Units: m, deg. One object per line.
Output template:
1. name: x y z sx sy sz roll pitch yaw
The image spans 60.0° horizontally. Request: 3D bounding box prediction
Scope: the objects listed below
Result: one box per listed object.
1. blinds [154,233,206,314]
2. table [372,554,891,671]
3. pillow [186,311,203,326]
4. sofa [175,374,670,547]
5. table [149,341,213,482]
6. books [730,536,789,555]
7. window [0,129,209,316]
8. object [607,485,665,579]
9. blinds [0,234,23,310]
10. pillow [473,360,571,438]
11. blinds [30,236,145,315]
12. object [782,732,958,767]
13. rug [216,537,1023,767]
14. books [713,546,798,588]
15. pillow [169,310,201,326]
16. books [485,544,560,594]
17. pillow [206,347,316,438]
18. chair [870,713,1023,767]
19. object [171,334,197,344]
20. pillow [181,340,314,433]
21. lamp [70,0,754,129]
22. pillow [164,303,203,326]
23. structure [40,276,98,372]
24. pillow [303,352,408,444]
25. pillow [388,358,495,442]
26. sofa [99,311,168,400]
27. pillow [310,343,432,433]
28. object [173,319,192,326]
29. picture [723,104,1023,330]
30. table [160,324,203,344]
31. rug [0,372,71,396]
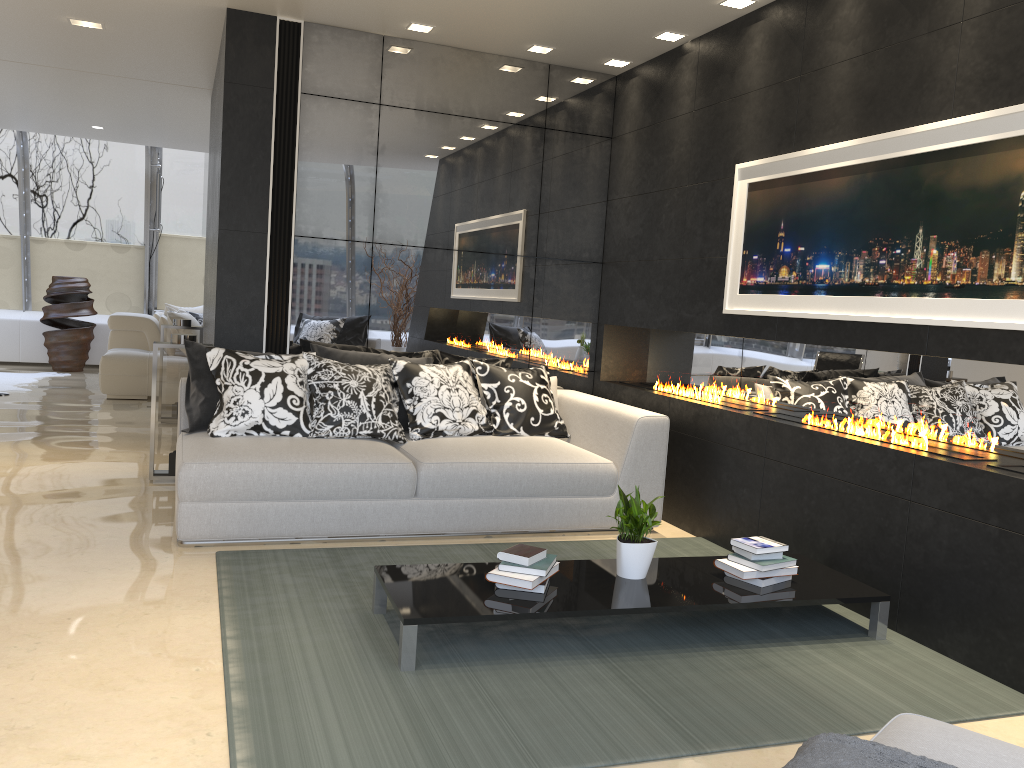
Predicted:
1. blinds: -4.451 -1.507 12.856 1.376 1.214 0.387 2 5 -21
2. table: 0.482 0.876 3.538 1.982 0.187 0.594 2 5 -18
3. pillow: -3.958 -0.704 11.484 0.405 0.483 0.599 8 6 38
4. sofa: -0.574 0.358 5.222 2.625 0.798 1.334 2 5 -21
5. table: -2.102 0.179 5.634 0.350 0.872 0.202 2 5 -21
6. books: 1.027 0.668 3.680 0.185 0.027 0.154 1 6 -30
7. window: -5.248 -0.976 4.875 16.171 3.674 16.693 3 5 -15
8. object: 0.493 0.596 3.585 0.284 0.369 0.215 -1 7 -42
9. blinds: -7.335 -1.514 11.804 1.430 1.027 0.329 2 5 -21
10. pillow: 0.066 0.104 5.619 0.610 0.479 0.383 1 6 -33
11. blinds: -5.896 -1.465 12.350 1.430 1.027 0.329 2 5 -21
12. object: 0.686 0.824 1.208 1.024 0.359 0.825 8 6 38
13. rug: 0.343 0.952 3.633 2.923 0.012 2.194 2 5 -20
14. books: 1.010 0.743 3.675 0.307 0.126 0.223 1 6 -32
15. pillow: -3.920 -0.654 10.826 0.394 0.471 0.604 3 5 -5
16. books: 0.043 0.703 3.387 0.223 0.126 0.307 5 5 17
17. pillow: -1.379 0.059 4.911 0.607 0.483 0.368 2 5 -21
18. chair: 1.277 0.918 0.929 2.068 0.690 1.176 8 7 39
19. object: -2.071 -0.282 5.593 0.151 0.059 0.153 7 6 29
20. pillow: -1.495 0.028 5.144 0.808 0.525 0.434 2 6 -24
21. lamp: -3.265 -2.347 5.211 9.928 0.004 9.775 2 5 -20
22. pillow: -3.355 -0.726 11.714 1.656 0.530 3.322 8 7 39
23. structure: -5.802 -0.774 11.612 0.674 1.258 0.672 -1 7 -44
24. pillow: -0.890 0.090 5.074 0.623 0.505 0.393 1 6 -27
25. pillow: -0.406 0.091 5.352 0.598 0.470 0.390 0 6 -37
26. sofa: -2.841 -0.371 11.290 4.169 0.866 3.257 2 5 -21
27. pillow: -0.828 0.035 5.405 0.796 0.511 0.474 2 5 -20
28. object: -2.944 -0.548 7.920 0.153 0.059 0.151 6 5 19
29. picture: 1.556 -0.677 3.875 0.025 0.804 2.068 2 5 -21
30. table: -2.975 -0.087 7.961 0.350 0.872 0.202 2 5 -21
31. rug: -6.337 -0.011 9.409 2.705 0.008 3.220 2 5 -21
